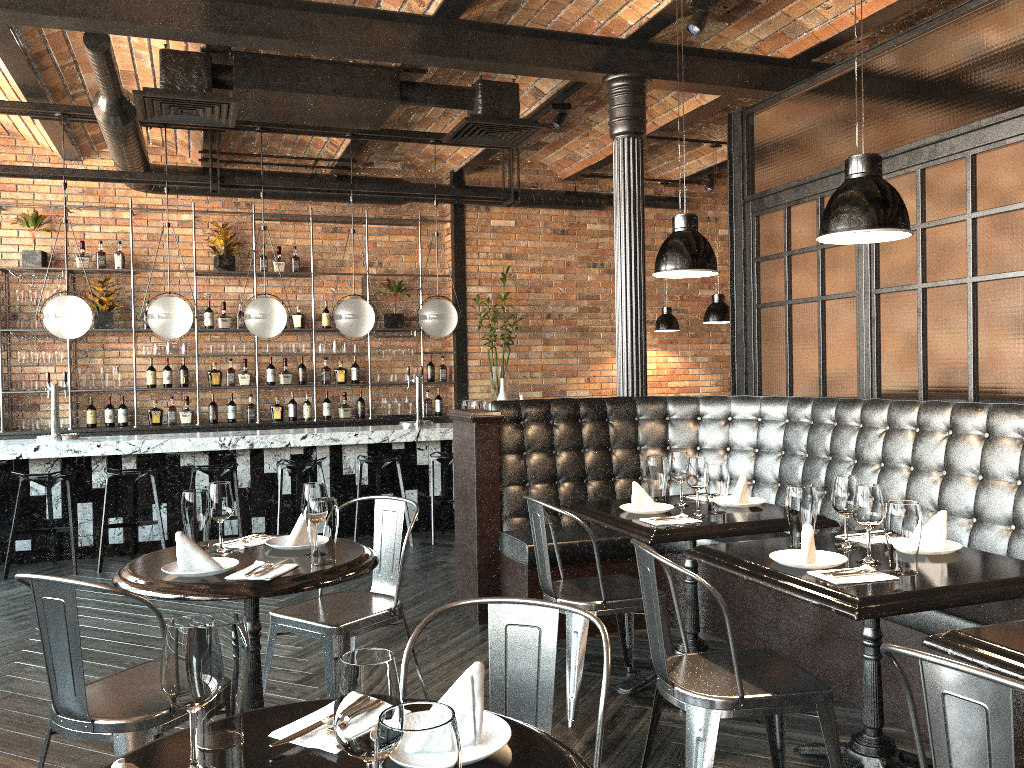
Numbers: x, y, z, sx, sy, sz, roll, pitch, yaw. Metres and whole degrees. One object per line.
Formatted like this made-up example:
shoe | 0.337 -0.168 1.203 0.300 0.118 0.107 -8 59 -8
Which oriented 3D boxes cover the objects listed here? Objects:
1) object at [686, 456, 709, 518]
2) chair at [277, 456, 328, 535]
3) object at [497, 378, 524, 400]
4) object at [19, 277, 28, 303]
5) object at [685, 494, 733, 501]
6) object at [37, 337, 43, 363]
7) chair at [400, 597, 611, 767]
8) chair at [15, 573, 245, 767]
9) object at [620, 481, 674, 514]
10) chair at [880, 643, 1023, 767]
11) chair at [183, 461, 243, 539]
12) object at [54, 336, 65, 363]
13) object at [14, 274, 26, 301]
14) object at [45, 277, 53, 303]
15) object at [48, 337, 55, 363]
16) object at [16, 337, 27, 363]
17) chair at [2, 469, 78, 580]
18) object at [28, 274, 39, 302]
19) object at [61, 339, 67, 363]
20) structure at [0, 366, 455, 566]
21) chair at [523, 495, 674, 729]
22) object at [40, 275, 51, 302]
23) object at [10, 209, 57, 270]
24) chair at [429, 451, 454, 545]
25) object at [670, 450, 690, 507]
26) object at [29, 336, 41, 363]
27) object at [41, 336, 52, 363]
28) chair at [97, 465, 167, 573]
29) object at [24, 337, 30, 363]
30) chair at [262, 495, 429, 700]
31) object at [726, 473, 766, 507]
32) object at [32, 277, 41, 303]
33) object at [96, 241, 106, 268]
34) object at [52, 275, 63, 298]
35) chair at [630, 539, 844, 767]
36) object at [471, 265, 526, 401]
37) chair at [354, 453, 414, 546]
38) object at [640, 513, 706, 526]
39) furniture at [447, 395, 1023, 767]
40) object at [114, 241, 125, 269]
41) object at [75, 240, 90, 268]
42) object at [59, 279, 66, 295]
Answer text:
object | 0.767 0.425 3.669 0.092 0.244 0.092 -2 1 -36
chair | -1.641 0.929 6.922 0.475 0.737 0.414 -1 1 -25
object | -0.011 0.141 8.949 0.316 0.397 0.319 -1 1 29
object | -4.606 -0.890 8.355 0.092 0.244 0.092 -1 1 -14
object | 0.927 0.528 4.173 0.255 0.019 0.157 -1 1 -24
object | -4.492 -0.320 8.401 0.092 0.244 0.092 -1 1 -14
chair | -0.059 0.921 1.776 0.504 0.857 0.558 -1 1 20
chair | -1.095 0.927 2.590 0.504 0.857 0.558 -1 1 25
object | 0.580 0.485 3.822 0.232 0.139 0.232 -1 1 29
chair | 1.019 0.903 1.673 0.558 0.857 0.504 -2 1 -30
chair | -2.244 0.944 6.708 0.475 0.737 0.414 -1 1 -10
object | -4.246 -0.323 8.314 0.092 0.244 0.092 -1 1 -14
object | -4.551 -0.888 8.200 0.092 0.244 0.092 -1 1 -14
object | -4.409 -0.894 8.425 0.092 0.244 0.092 -1 1 -14
object | -4.399 -0.322 8.434 0.092 0.244 0.092 -1 1 -14
object | -4.540 -0.316 8.209 0.092 0.244 0.092 -1 1 -14
chair | -3.322 0.970 6.324 0.475 0.737 0.414 -1 1 -15
object | -4.447 -0.891 8.237 0.092 0.244 0.092 -1 1 -14
object | -4.301 -0.324 8.469 0.092 0.244 0.092 -1 1 -14
structure | -2.114 0.577 7.927 5.346 1.430 1.930 -1 1 -20
chair | 0.349 0.884 3.698 0.558 0.857 0.504 -1 1 -20
object | -4.354 -0.893 8.270 0.092 0.244 0.092 -1 1 -14
object | -4.492 -1.356 8.341 0.377 0.554 0.422 -2 1 -32
chair | -0.508 0.902 7.326 0.475 0.737 0.414 -1 1 -25
object | 0.752 0.421 3.950 0.092 0.244 0.092 -1 1 -3
object | -4.437 -0.318 8.246 0.092 0.244 0.092 -1 1 -14
object | -4.344 -0.320 8.279 0.092 0.244 0.092 -1 1 -14
chair | -2.792 0.957 6.513 0.475 0.737 0.414 -1 1 -25
object | -4.596 -0.317 8.364 0.092 0.244 0.092 -1 1 -14
chair | -0.658 0.905 3.514 0.504 0.857 0.558 0 1 35
object | 1.014 0.475 3.961 0.232 0.139 0.232 -1 1 28
object | -4.503 -0.892 8.392 0.092 0.244 0.092 -1 1 -14
object | -3.945 -1.233 8.509 0.083 0.282 0.083 -2 1 -35
object | -4.256 -0.895 8.305 0.092 0.244 0.092 -1 1 -14
chair | 0.656 0.894 2.659 0.558 0.857 0.504 -1 1 -10
object | -0.126 -0.441 9.290 0.584 1.546 0.673 -1 1 19
chair | -1.058 0.916 7.130 0.475 0.737 0.414 -1 1 -15
object | 0.657 0.542 3.577 0.255 0.019 0.157 -1 1 -19
furniture | 1.473 0.698 2.971 1.979 1.212 5.451 -1 1 -20
object | -3.789 -1.237 8.565 0.083 0.282 0.083 -1 1 -5
object | -4.094 -1.227 8.458 0.123 0.279 0.123 -2 1 -31
object | -4.312 -0.897 8.460 0.092 0.244 0.092 -1 1 -14
